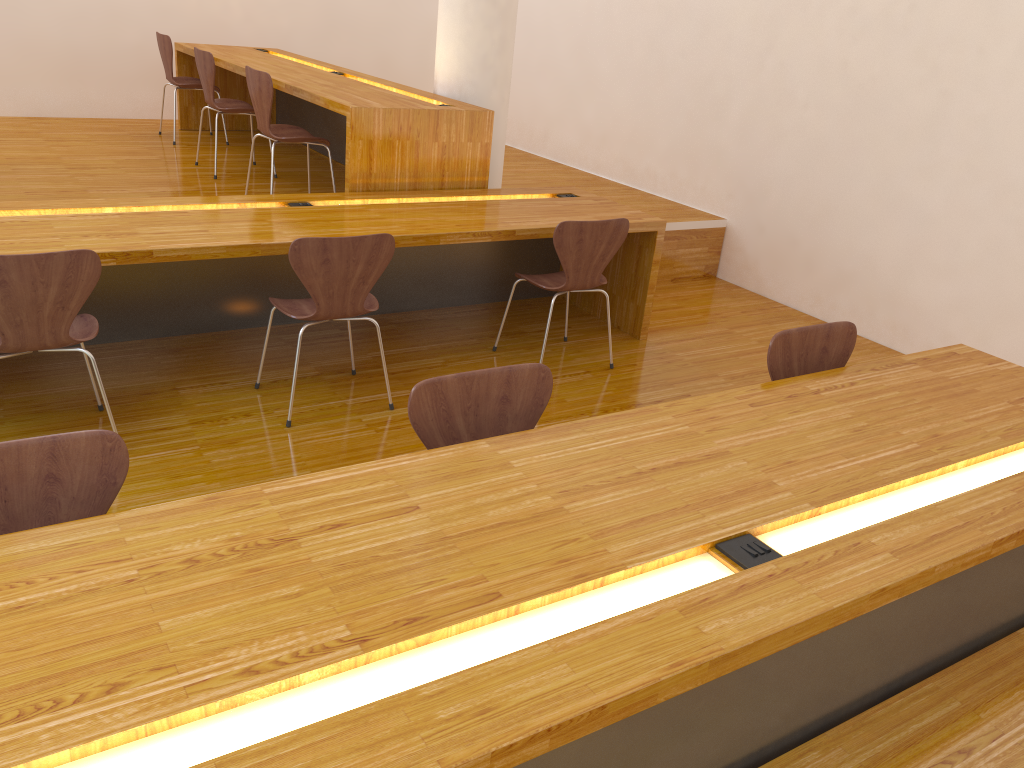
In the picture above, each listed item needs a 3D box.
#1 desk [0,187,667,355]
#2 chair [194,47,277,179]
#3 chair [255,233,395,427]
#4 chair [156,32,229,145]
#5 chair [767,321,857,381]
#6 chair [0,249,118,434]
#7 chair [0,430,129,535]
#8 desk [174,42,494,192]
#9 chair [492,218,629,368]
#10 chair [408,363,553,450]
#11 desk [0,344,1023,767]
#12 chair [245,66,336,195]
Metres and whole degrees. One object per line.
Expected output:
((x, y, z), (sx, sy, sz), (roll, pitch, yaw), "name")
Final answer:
((-0.830, -0.425, 3.783), (3.185, 0.606, 0.760), (-9, 28, -32), "desk")
((-1.653, -1.612, 5.275), (0.381, 0.693, 0.428), (-9, 28, -32), "chair")
((-0.699, -0.261, 3.312), (0.428, 0.693, 0.381), (-9, 28, -32), "chair")
((-2.220, -2.044, 6.138), (0.381, 0.693, 0.428), (-9, 28, -32), "chair")
((0.952, 0.213, 2.619), (0.428, 0.693, 0.381), (-9, 28, -32), "chair")
((-1.513, -0.126, 2.801), (0.428, 0.693, 0.381), (-9, 28, -32), "chair")
((-0.821, 0.487, 1.547), (0.428, 0.693, 0.381), (-9, 28, -32), "chair")
((-1.286, -1.626, 5.496), (0.760, 0.606, 3.185), (-9, 28, -32), "desk")
((0.219, -0.430, 3.930), (0.428, 0.693, 0.381), (-9, 28, -32), "chair")
((-0.007, 0.353, 2.059), (0.428, 0.693, 0.381), (-9, 28, -32), "chair")
((0.414, 0.754, 1.750), (3.236, 0.918, 1.285), (-9, 28, -32), "desk")
((-1.132, -1.241, 4.544), (0.381, 0.693, 0.428), (-9, 28, -32), "chair")
